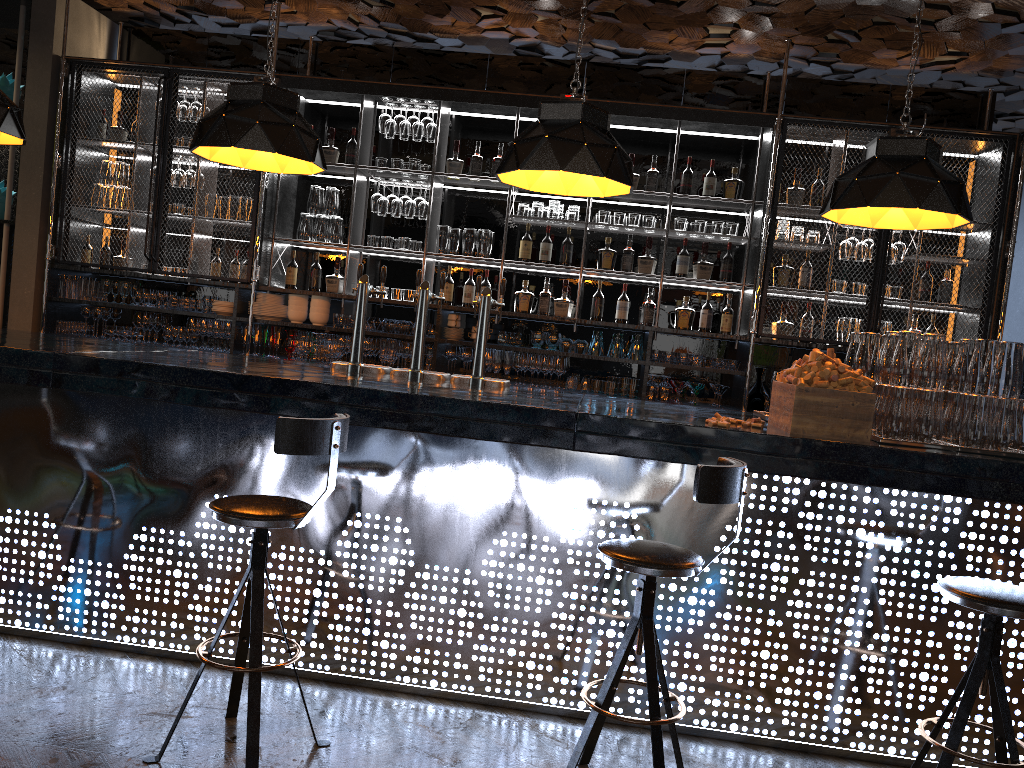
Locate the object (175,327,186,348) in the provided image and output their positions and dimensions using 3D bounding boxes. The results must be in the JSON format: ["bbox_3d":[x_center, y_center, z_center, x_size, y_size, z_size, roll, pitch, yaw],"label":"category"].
[{"bbox_3d":[-2.447,-0.345,6.550,0.074,0.146,0.065,6,3,0],"label":"object"}]

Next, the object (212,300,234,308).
[{"bbox_3d":[-2.095,-0.575,6.521,0.209,0.060,0.211,3,4,-40],"label":"object"}]

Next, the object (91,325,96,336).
[{"bbox_3d":[-3.247,-0.413,6.874,0.034,0.080,0.034,7,3,15],"label":"object"}]

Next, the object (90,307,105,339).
[{"bbox_3d":[-3.067,-0.453,6.566,0.091,0.227,0.091,8,4,28],"label":"object"}]

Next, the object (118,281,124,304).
[{"bbox_3d":[-2.893,-0.678,6.606,0.087,0.170,0.087,4,4,-34],"label":"object"}]

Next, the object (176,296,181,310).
[{"bbox_3d":[-2.492,-0.599,6.580,0.078,0.103,0.078,3,4,-42],"label":"object"}]

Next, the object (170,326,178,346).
[{"bbox_3d":[-2.534,-0.360,6.658,0.065,0.146,0.074,7,3,18],"label":"object"}]

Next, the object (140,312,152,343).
[{"bbox_3d":[-2.736,-0.421,6.610,0.088,0.229,0.077,4,4,-35],"label":"object"}]

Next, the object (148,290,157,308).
[{"bbox_3d":[-2.688,-0.640,6.645,0.081,0.132,0.081,5,3,-23],"label":"object"}]

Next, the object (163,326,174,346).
[{"bbox_3d":[-2.542,-0.355,6.555,0.074,0.146,0.065,5,3,-18],"label":"object"}]

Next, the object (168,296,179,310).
[{"bbox_3d":[-2.478,-0.593,6.494,0.078,0.103,0.078,3,4,-42],"label":"object"}]

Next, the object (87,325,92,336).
[{"bbox_3d":[-3.253,-0.411,6.828,0.034,0.080,0.034,7,3,15],"label":"object"}]

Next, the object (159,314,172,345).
[{"bbox_3d":[-2.621,-0.414,6.718,0.088,0.229,0.077,6,3,7],"label":"object"}]

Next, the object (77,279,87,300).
[{"bbox_3d":[-3.182,-0.699,6.567,0.051,0.152,0.058,7,3,10],"label":"object"}]

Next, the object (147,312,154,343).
[{"bbox_3d":[-2.732,-0.425,6.691,0.077,0.229,0.088,7,3,21],"label":"object"}]

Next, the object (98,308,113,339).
[{"bbox_3d":[-3.055,-0.457,6.669,0.091,0.227,0.091,4,4,-31],"label":"object"}]

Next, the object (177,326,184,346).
[{"bbox_3d":[-2.524,-0.364,6.755,0.065,0.146,0.074,8,4,35],"label":"object"}]

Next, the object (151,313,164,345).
[{"bbox_3d":[-2.637,-0.409,6.596,0.088,0.229,0.077,6,3,5],"label":"object"}]

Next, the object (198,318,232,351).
[{"bbox_3d":[-2.194,-0.369,6.763,0.376,0.227,0.186,6,3,4],"label":"object"}]

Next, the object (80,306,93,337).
[{"bbox_3d":[-3.160,-0.463,6.577,0.091,0.227,0.091,4,4,-32],"label":"object"}]

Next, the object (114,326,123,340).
[{"bbox_3d":[-2.953,-0.383,6.661,0.093,0.101,0.093,4,4,-34],"label":"object"}]

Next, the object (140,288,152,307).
[{"bbox_3d":[-2.697,-0.634,6.525,0.081,0.132,0.081,5,3,-23],"label":"object"}]

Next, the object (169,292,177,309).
[{"bbox_3d":[-2.563,-0.627,6.675,0.074,0.131,0.074,7,3,18],"label":"object"}]

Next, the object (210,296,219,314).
[{"bbox_3d":[-2.267,-0.598,6.737,0.074,0.131,0.074,7,3,18],"label":"object"}]

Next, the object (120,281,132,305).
[{"bbox_3d":[-2.841,-0.668,6.510,0.087,0.170,0.087,4,4,-34],"label":"object"}]

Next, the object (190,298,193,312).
[{"bbox_3d":[-2.404,-0.588,6.571,0.078,0.099,0.078,4,4,-27],"label":"object"}]

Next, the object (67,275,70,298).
[{"bbox_3d":[-3.330,-0.732,6.663,0.067,0.174,0.067,3,4,-44],"label":"object"}]

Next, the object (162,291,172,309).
[{"bbox_3d":[-2.572,-0.623,6.589,0.074,0.131,0.074,7,3,18],"label":"object"}]

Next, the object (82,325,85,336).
[{"bbox_3d":[-3.259,-0.407,6.743,0.034,0.080,0.034,5,3,-12],"label":"object"}]

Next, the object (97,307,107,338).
[{"bbox_3d":[-3.141,-0.475,6.818,0.091,0.227,0.091,7,3,9],"label":"object"}]

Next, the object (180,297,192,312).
[{"bbox_3d":[-2.381,-0.580,6.478,0.078,0.099,0.078,4,4,-27],"label":"object"}]

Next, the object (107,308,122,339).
[{"bbox_3d":[-3.039,-0.462,6.785,0.091,0.227,0.091,4,4,-32],"label":"object"}]

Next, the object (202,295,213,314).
[{"bbox_3d":[-2.256,-0.587,6.558,0.074,0.131,0.074,7,3,18],"label":"object"}]

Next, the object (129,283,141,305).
[{"bbox_3d":[-2.878,-0.685,6.750,0.087,0.170,0.087,4,4,-34],"label":"object"}]

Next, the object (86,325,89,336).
[{"bbox_3d":[-3.256,-0.409,6.784,0.034,0.080,0.034,6,3,5],"label":"object"}]

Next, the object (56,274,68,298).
[{"bbox_3d":[-3.340,-0.729,6.589,0.067,0.174,0.067,7,3,14],"label":"object"}]

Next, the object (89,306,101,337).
[{"bbox_3d":[-3.147,-0.468,6.684,0.091,0.227,0.091,3,4,-45],"label":"object"}]

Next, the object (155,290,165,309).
[{"bbox_3d":[-2.583,-0.619,6.502,0.074,0.131,0.074,7,3,18],"label":"object"}]

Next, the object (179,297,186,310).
[{"bbox_3d":[-2.485,-0.604,6.671,0.078,0.103,0.078,3,4,-42],"label":"object"}]

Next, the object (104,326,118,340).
[{"bbox_3d":[-2.964,-0.378,6.556,0.093,0.101,0.093,5,3,-26],"label":"object"}]

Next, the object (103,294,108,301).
[{"bbox_3d":[-3.153,-0.712,6.861,0.051,0.152,0.058,4,4,-34],"label":"object"}]

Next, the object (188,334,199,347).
[{"bbox_3d":[-2.423,-0.353,6.758,0.074,0.146,0.065,8,4,28],"label":"object"}]

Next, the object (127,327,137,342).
[{"bbox_3d":[-2.852,-0.372,6.653,0.093,0.101,0.093,8,3,26],"label":"object"}]

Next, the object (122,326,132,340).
[{"bbox_3d":[-2.941,-0.387,6.765,0.093,0.101,0.093,6,3,-8],"label":"object"}]

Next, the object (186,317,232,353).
[{"bbox_3d":[-2.214,-0.361,6.569,0.376,0.227,0.186,6,3,4],"label":"object"}]

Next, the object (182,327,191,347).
[{"bbox_3d":[-2.437,-0.349,6.657,0.065,0.146,0.074,8,4,28],"label":"object"}]

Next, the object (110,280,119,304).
[{"bbox_3d":[-2.978,-0.690,6.653,0.087,0.170,0.087,4,4,-34],"label":"object"}]

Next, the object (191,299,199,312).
[{"bbox_3d":[-2.394,-0.592,6.663,0.078,0.099,0.078,4,4,-27],"label":"object"}]

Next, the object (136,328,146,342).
[{"bbox_3d":[-2.837,-0.375,6.753,0.093,0.101,0.093,7,3,20],"label":"object"}]

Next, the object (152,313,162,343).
[{"bbox_3d":[-2.722,-0.429,6.783,0.077,0.229,0.088,5,3,-20],"label":"object"}]

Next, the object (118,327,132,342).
[{"bbox_3d":[-2.856,-0.366,6.547,0.093,0.101,0.093,4,4,-32],"label":"object"}]

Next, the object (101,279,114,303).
[{"bbox_3d":[-2.989,-0.685,6.535,0.087,0.170,0.087,4,4,-34],"label":"object"}]

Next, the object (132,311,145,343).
[{"bbox_3d":[-2.747,-0.417,6.519,0.088,0.229,0.077,7,3,19],"label":"object"}]

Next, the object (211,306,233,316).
[{"bbox_3d":[-2.101,-0.535,6.524,0.211,0.060,0.209,4,4,-35],"label":"object"}]

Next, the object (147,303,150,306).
[{"bbox_3d":[-2.760,-0.652,6.730,0.081,0.132,0.081,5,3,-23],"label":"object"}]

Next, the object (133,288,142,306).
[{"bbox_3d":[-2.774,-0.646,6.584,0.081,0.132,0.081,5,3,-23],"label":"object"}]

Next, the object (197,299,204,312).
[{"bbox_3d":[-2.382,-0.595,6.746,0.078,0.099,0.078,4,4,-27],"label":"object"}]
